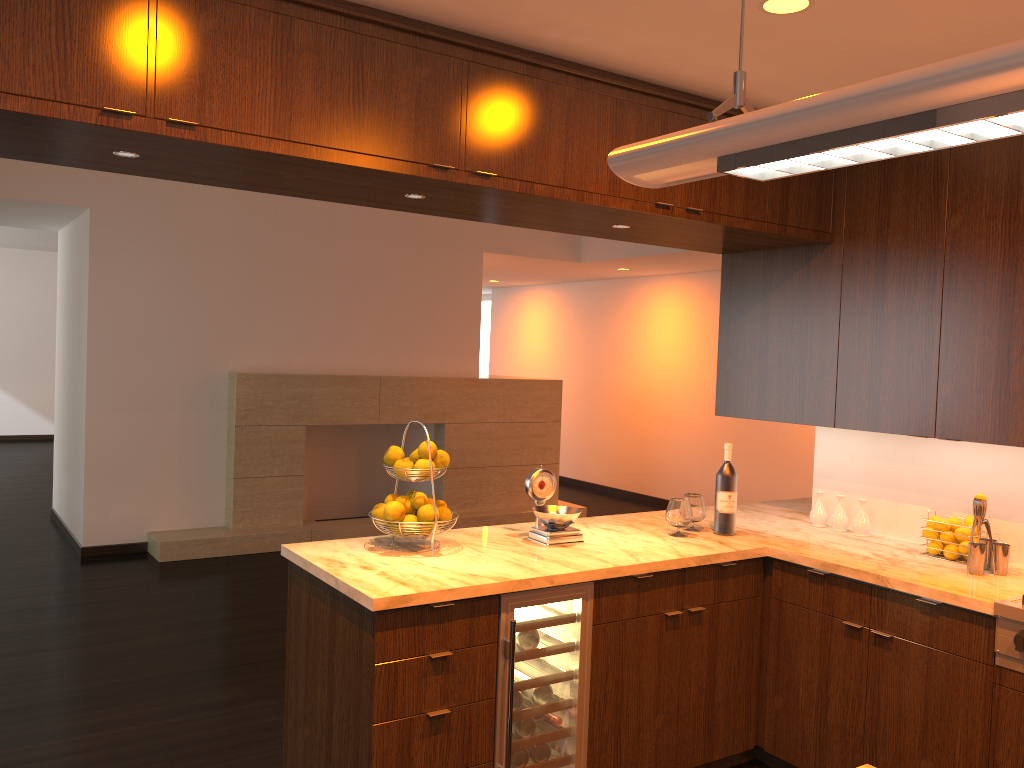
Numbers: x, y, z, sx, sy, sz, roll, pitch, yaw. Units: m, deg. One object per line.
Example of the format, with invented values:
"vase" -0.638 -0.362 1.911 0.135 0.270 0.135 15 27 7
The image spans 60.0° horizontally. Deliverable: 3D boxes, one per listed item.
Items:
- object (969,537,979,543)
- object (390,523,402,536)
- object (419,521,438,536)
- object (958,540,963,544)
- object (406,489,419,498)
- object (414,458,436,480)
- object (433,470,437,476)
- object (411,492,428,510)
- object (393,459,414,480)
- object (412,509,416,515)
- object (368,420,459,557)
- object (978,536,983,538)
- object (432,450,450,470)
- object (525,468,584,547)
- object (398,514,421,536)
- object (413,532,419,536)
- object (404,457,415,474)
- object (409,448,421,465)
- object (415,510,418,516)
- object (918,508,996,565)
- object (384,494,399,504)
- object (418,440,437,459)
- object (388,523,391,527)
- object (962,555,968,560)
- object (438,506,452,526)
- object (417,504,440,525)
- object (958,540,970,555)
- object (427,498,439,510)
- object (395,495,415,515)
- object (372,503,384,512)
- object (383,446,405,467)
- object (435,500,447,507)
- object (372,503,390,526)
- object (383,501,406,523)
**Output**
"object" 1.738 0.600 3.329 0.061 0.055 0.051 1 2 -21
"object" -0.401 0.505 3.157 0.063 0.069 0.070 3 2 19
"object" -0.301 0.504 3.153 0.078 0.075 0.078 3 2 34
"object" 1.713 0.595 3.347 0.051 0.053 0.062 2 2 7
"object" -0.351 0.409 3.195 0.063 0.059 0.061 2 2 0
"object" -0.309 0.300 3.139 0.078 0.077 0.077 2 2 -17
"object" -0.305 0.305 3.217 0.071 0.072 0.071 2 2 -2
"object" -0.326 0.411 3.120 0.060 0.063 0.062 1 2 -26
"object" -0.385 0.305 3.166 0.078 0.072 0.077 3 2 22
"object" -0.379 0.459 3.213 0.058 0.063 0.062 1 2 -37
"object" -0.350 0.361 3.192 0.324 0.461 0.324 3 2 15
"object" 1.766 0.585 3.380 0.061 0.054 0.053 0 3 -45
"object" -0.258 0.272 3.182 0.071 0.074 0.070 2 2 -12
"object" 0.162 0.470 3.415 0.191 0.266 0.231 1 2 -31
"object" -0.359 0.492 3.097 0.078 0.076 0.078 4 3 44
"object" -0.350 0.517 3.205 0.062 0.062 0.062 2 2 10
"object" -0.376 0.302 3.238 0.070 0.068 0.062 3 2 16
"object" -0.340 0.262 3.200 0.061 0.063 0.062 2 2 -9
"object" -0.343 0.449 3.251 0.072 0.068 0.071 1 2 -26
"object" 1.694 0.575 3.378 0.189 0.175 0.207 1 2 -36
"object" -0.426 0.431 3.197 0.067 0.071 0.069 2 2 2
"object" -0.300 0.237 3.151 0.068 0.072 0.071 3 2 13
"object" -0.420 0.508 3.219 0.056 0.053 0.057 3 2 17
"object" 1.711 0.636 3.315 0.051 0.053 0.063 2 2 7
"object" -0.255 0.481 3.233 0.073 0.072 0.071 2 2 10
"object" -0.292 0.455 3.089 0.077 0.074 0.078 2 2 -18
"object" 1.683 0.607 3.285 0.061 0.054 0.052 1 2 -24
"object" -0.297 0.447 3.192 0.070 0.072 0.071 3 2 20
"object" -0.380 0.434 3.137 0.077 0.075 0.077 3 2 30
"object" -0.472 0.467 3.216 0.068 0.069 0.065 3 2 33
"object" -0.427 0.263 3.211 0.075 0.079 0.077 1 2 -24
"object" -0.268 0.458 3.285 0.055 0.057 0.056 3 2 12
"object" -0.456 0.461 3.136 0.077 0.077 0.077 1 2 -22
"object" -0.406 0.444 3.073 0.068 0.077 0.079 3 2 32
